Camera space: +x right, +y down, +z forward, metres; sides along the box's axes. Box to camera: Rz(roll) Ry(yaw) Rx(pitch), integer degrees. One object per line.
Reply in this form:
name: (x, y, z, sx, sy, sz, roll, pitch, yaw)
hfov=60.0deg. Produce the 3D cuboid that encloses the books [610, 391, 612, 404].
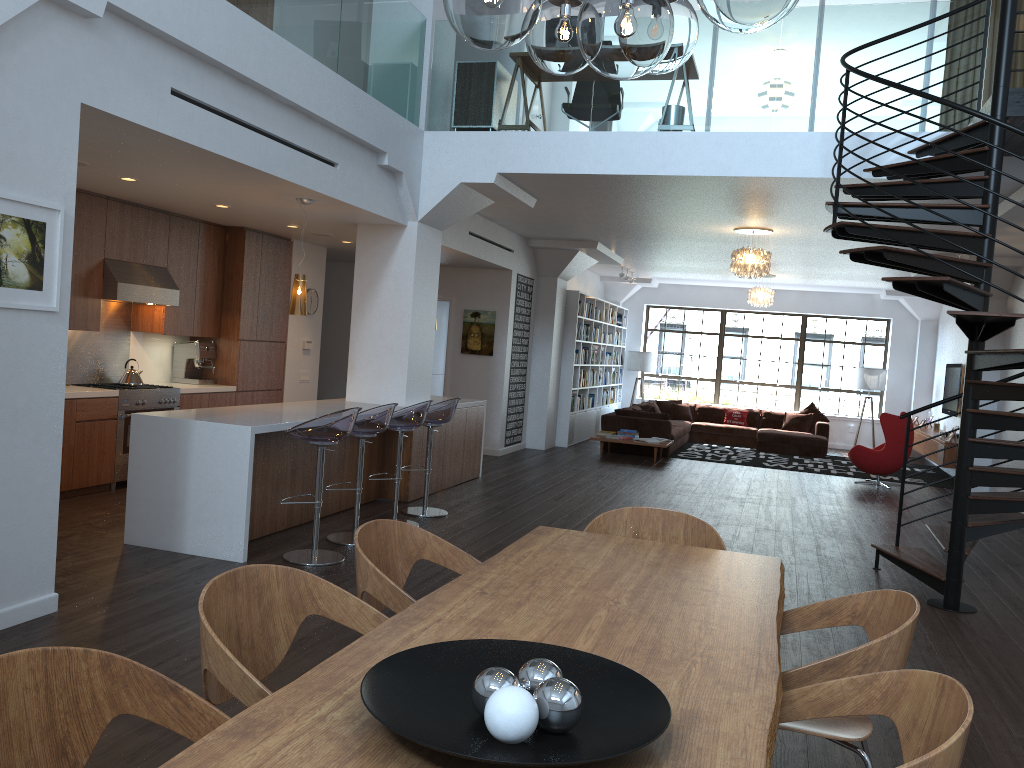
books: (1.807, 0.249, 16.972, 0.183, 0.253, 0.037, 5, 2, 17)

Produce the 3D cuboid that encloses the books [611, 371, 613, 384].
books: (1.831, -0.127, 16.930, 0.174, 0.251, 0.051, 5, 2, 17)

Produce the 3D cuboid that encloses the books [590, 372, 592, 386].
books: (1.265, -0.093, 15.083, 0.183, 0.253, 0.034, 5, 2, 16)

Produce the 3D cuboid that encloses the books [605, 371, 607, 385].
books: (1.642, -0.113, 16.292, 0.182, 0.253, 0.098, 5, 2, 17)

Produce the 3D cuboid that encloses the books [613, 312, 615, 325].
books: (1.837, -1.239, 16.650, 0.160, 0.250, 0.026, 5, 2, 17)

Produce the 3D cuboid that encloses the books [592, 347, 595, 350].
books: (1.295, -0.612, 15.045, 0.174, 0.045, 0.240, 5, 2, 16)

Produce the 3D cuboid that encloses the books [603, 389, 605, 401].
books: (1.625, 0.242, 16.369, 0.176, 0.290, 0.053, 5, 2, 16)

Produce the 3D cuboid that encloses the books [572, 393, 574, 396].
books: (0.879, 0.158, 13.901, 0.174, 0.045, 0.240, 5, 2, 6)

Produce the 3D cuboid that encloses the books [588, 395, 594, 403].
books: (1.352, 0.303, 15.478, 0.146, 0.202, 0.027, 5, 2, 17)

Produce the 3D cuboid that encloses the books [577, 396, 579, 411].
books: (0.977, 0.310, 14.283, 0.176, 0.231, 0.053, 5, 2, 17)

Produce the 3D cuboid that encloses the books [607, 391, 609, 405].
books: (1.716, 0.252, 16.677, 0.180, 0.259, 0.060, 5, 2, 16)

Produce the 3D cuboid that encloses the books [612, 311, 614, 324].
books: (1.795, -1.238, 16.516, 0.183, 0.253, 0.034, 5, 2, 17)

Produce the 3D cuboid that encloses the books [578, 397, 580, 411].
books: (1.009, 0.322, 14.352, 0.161, 0.223, 0.030, 5, 2, 16)

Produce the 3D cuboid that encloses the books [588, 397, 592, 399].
books: (1.304, 0.318, 15.314, 0.128, 0.178, 0.021, 5, 2, 17)

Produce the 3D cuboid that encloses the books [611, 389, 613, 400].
books: (1.852, 0.229, 17.171, 0.198, 0.284, 0.066, 5, 2, 17)

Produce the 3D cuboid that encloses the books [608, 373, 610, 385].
books: (1.749, -0.105, 16.658, 0.161, 0.222, 0.084, 5, 2, 17)

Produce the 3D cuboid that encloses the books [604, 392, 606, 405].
books: (1.637, 0.260, 16.411, 0.183, 0.253, 0.034, 5, 2, 16)

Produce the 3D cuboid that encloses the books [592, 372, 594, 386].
books: (1.305, -0.089, 15.233, 0.174, 0.240, 0.045, 5, 2, 16)

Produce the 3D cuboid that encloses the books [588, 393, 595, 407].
books: (1.374, 0.286, 15.559, 0.140, 0.231, 0.042, 5, 2, 17)

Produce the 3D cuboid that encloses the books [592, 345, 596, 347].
books: (1.299, -0.648, 15.020, 0.223, 0.027, 0.161, 5, 3, 26)

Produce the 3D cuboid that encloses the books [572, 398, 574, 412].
books: (0.885, 0.322, 13.929, 0.161, 0.223, 0.032, 5, 2, 17)

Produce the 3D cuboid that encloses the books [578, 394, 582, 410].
books: (1.055, 0.291, 14.536, 0.180, 0.259, 0.042, 5, 2, 17)

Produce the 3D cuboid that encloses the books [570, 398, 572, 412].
books: (0.845, 0.323, 13.816, 0.161, 0.223, 0.032, 5, 2, 17)

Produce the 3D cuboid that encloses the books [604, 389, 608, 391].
books: (1.702, 0.237, 16.631, 0.176, 0.290, 0.036, 5, 2, 16)

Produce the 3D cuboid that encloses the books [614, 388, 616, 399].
books: (1.957, 0.221, 17.485, 0.176, 0.290, 0.053, 5, 2, 17)

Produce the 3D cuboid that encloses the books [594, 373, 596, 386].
books: (1.365, -0.084, 15.414, 0.161, 0.223, 0.027, 5, 2, 16)

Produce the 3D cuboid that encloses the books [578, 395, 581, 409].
books: (1.012, 0.295, 14.389, 0.183, 0.253, 0.042, 5, 2, 17)

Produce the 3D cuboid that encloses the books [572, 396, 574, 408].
books: (0.883, 0.305, 13.967, 0.183, 0.253, 0.042, 5, 2, 17)

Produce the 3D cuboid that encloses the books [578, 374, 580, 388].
books: (0.980, -0.074, 14.170, 0.189, 0.247, 0.057, 5, 2, 17)

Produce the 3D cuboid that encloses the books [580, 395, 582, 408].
books: (1.045, 0.296, 14.497, 0.160, 0.251, 0.039, 5, 2, 17)

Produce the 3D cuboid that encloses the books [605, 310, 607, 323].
books: (1.608, -1.210, 15.885, 0.161, 0.223, 0.032, 5, 2, 17)

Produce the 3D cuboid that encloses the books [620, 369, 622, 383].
books: (2.125, -0.162, 17.886, 0.176, 0.290, 0.053, 5, 2, 17)

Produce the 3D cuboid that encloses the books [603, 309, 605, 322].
books: (1.554, -1.214, 15.728, 0.174, 0.236, 0.136, 5, 2, 16)

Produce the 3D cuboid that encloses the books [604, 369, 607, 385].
books: (1.658, -0.135, 16.395, 0.197, 0.290, 0.136, 5, 2, 17)

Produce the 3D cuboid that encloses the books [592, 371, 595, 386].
books: (1.327, -0.096, 15.267, 0.183, 0.253, 0.034, 5, 2, 16)

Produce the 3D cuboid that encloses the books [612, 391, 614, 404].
books: (1.880, 0.247, 17.227, 0.189, 0.247, 0.057, 5, 2, 17)

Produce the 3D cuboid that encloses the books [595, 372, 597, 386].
books: (1.378, -0.094, 15.482, 0.174, 0.240, 0.045, 5, 2, 16)

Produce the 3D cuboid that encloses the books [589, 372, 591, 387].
books: (1.238, -0.089, 14.978, 0.160, 0.250, 0.026, 5, 2, 16)

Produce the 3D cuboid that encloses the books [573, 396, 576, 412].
books: (0.908, 0.304, 14.046, 0.180, 0.251, 0.048, 5, 2, 17)

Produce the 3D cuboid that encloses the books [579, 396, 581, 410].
books: (1.036, 0.299, 14.459, 0.171, 0.246, 0.039, 5, 2, 17)

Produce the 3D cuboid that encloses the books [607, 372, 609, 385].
books: (1.709, -0.114, 16.537, 0.174, 0.242, 0.105, 5, 2, 17)

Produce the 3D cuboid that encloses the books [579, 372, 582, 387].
books: (1.034, -0.076, 14.350, 0.171, 0.246, 0.057, 5, 2, 17)

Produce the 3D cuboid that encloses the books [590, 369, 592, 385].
books: (1.253, -0.110, 15.041, 0.176, 0.290, 0.053, 5, 2, 16)

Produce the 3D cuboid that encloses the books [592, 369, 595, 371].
books: (1.330, -0.116, 15.303, 0.176, 0.290, 0.036, 5, 2, 16)

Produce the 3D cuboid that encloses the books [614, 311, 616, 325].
books: (1.848, -1.241, 16.677, 0.183, 0.253, 0.034, 5, 2, 17)

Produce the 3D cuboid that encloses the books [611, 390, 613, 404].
books: (1.850, 0.246, 17.111, 0.183, 0.253, 0.037, 5, 2, 17)

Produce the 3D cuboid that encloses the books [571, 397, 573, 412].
books: (0.859, 0.314, 13.857, 0.174, 0.240, 0.054, 5, 2, 17)

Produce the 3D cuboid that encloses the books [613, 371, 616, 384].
books: (1.911, -0.132, 17.213, 0.183, 0.253, 0.042, 5, 2, 17)

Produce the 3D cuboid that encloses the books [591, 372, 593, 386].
books: (1.278, -0.093, 15.114, 0.183, 0.253, 0.034, 5, 2, 16)

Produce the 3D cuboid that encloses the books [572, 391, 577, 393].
books: (0.884, 0.123, 13.876, 0.223, 0.027, 0.161, 5, 3, 26)

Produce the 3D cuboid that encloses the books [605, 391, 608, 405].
books: (1.699, 0.257, 16.596, 0.183, 0.253, 0.034, 5, 2, 16)

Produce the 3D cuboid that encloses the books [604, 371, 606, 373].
books: (1.618, -0.115, 16.250, 0.182, 0.255, 0.077, 5, 2, 17)

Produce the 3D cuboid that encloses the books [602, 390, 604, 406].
books: (1.585, 0.247, 16.266, 0.198, 0.284, 0.066, 5, 2, 16)

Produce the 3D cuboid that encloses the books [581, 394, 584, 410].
books: (1.085, 0.293, 14.617, 0.183, 0.253, 0.042, 5, 2, 17)

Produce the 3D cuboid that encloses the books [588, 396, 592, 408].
books: (1.311, 0.311, 15.342, 0.139, 0.191, 0.036, 5, 2, 17)

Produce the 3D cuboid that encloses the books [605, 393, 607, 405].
books: (1.673, 0.273, 16.526, 0.161, 0.223, 0.027, 5, 2, 16)

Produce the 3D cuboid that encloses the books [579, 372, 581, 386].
books: (1.017, -0.073, 14.306, 0.159, 0.241, 0.038, 5, 2, 17)

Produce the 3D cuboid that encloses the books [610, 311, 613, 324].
books: (1.772, -1.233, 16.437, 0.171, 0.246, 0.057, 5, 2, 17)

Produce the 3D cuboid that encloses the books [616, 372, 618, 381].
books: (1.975, -0.123, 17.428, 0.168, 0.228, 0.139, 5, 2, 17)

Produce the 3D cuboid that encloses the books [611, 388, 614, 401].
books: (1.914, 0.222, 17.270, 0.140, 0.298, 0.044, 5, 2, 17)
